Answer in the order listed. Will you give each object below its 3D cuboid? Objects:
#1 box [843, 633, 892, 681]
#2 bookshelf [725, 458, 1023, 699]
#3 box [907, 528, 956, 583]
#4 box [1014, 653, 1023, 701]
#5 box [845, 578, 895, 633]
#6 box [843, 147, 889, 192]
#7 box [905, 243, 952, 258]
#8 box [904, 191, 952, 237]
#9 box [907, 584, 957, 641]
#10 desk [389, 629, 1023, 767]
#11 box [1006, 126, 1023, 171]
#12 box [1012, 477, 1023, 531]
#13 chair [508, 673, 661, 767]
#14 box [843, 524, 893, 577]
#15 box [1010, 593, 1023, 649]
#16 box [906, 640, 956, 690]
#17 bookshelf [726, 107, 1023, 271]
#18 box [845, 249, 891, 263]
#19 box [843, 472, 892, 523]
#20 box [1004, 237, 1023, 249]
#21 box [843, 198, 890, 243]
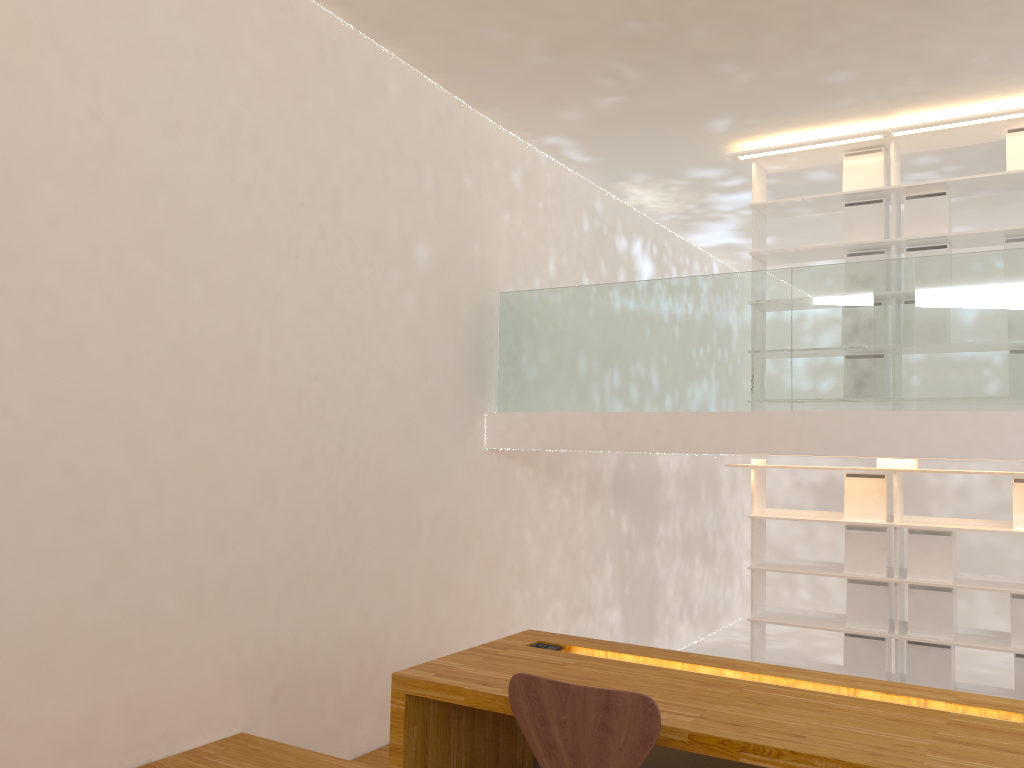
[{"bbox_3d":[2.208,1.692,5.514,0.245,0.296,0.274,-1,-5,31],"label":"box"},{"bbox_3d":[2.764,1.360,5.125,2.984,1.836,0.498,-1,-5,31],"label":"bookshelf"},{"bbox_3d":[2.541,1.030,5.371,0.245,0.296,0.274,-1,-5,31],"label":"box"},{"bbox_3d":[2.998,1.674,5.036,0.245,0.296,0.274,-1,-5,31],"label":"box"},{"bbox_3d":[2.232,1.363,5.529,0.245,0.296,0.274,-1,-5,31],"label":"box"},{"bbox_3d":[2.287,-1.345,5.737,0.245,0.296,0.274,-1,-5,31],"label":"box"},{"bbox_3d":[2.581,-0.698,5.501,0.245,0.296,0.274,-1,-5,31],"label":"box"},{"bbox_3d":[2.589,-1.025,5.525,0.245,0.296,0.274,-1,-5,31],"label":"box"},{"bbox_3d":[2.533,1.357,5.347,0.245,0.296,0.274,-1,-5,31],"label":"box"},{"bbox_3d":[1.370,1.277,2.134,3.236,0.918,1.285,-1,-5,31],"label":"desk"},{"bbox_3d":[3.074,-1.364,5.258,0.245,0.296,0.274,-1,-5,31],"label":"box"},{"bbox_3d":[3.026,0.690,5.104,0.245,0.296,0.274,-1,-5,31],"label":"box"},{"bbox_3d":[0.237,1.048,2.171,0.428,0.693,0.381,-1,-5,31],"label":"chair"},{"bbox_3d":[2.232,1.036,5.559,0.245,0.296,0.274,-1,-5,31],"label":"box"},{"bbox_3d":[2.993,1.347,5.068,0.245,0.296,0.274,-1,-5,31],"label":"box"},{"bbox_3d":[2.514,1.685,5.329,0.245,0.296,0.274,-1,-5,31],"label":"box"},{"bbox_3d":[2.812,-0.694,5.279,2.984,1.836,0.498,-1,-5,31],"label":"bookshelf"},{"bbox_3d":[2.280,-0.691,5.683,0.245,0.296,0.274,-1,-5,31],"label":"box"},{"bbox_3d":[2.239,0.709,5.583,0.245,0.296,0.274,-1,-5,31],"label":"box"},{"bbox_3d":[3.041,-0.708,5.222,0.245,0.296,0.274,-1,-5,31],"label":"box"},{"bbox_3d":[2.280,-1.019,5.713,0.245,0.296,0.274,-1,-5,31],"label":"box"}]
